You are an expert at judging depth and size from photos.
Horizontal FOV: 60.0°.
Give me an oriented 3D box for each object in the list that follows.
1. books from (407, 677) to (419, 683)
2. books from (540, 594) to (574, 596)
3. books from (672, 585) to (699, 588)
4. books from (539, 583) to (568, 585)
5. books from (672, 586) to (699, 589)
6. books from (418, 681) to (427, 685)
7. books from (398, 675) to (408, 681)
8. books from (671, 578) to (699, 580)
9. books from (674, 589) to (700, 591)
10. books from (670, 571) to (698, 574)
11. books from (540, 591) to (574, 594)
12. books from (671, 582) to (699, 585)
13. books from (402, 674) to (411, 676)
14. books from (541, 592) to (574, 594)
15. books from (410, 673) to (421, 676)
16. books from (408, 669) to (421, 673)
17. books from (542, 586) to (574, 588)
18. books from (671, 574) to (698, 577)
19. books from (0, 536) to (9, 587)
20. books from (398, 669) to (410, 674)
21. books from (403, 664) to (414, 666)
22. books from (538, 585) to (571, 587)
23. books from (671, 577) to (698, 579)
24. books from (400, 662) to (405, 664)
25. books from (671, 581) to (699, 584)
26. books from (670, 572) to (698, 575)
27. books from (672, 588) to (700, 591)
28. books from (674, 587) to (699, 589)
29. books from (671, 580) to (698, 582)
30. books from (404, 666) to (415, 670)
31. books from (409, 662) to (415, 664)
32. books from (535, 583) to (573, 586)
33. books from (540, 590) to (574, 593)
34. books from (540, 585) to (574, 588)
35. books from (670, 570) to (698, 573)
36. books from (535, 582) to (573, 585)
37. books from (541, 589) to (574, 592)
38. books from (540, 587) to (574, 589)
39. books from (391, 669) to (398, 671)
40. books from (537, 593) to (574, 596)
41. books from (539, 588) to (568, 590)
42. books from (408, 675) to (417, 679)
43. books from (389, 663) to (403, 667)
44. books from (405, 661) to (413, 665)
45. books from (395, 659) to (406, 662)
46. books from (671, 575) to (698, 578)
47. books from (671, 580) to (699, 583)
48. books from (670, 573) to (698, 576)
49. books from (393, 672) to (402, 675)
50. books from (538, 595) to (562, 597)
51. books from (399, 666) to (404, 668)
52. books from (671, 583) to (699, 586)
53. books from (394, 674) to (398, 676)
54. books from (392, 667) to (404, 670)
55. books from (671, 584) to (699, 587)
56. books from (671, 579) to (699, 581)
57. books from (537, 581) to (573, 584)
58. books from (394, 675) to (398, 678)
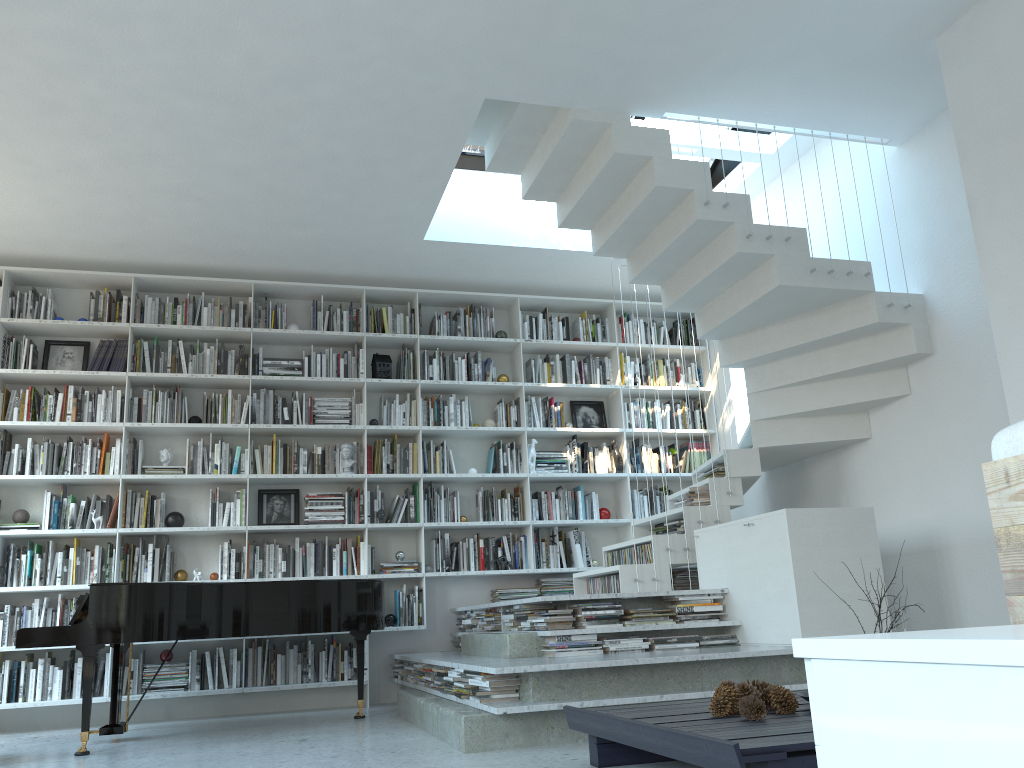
[{"bbox_3d":[-0.587,1.936,5.814,0.177,0.026,0.231,1,-15,-13],"label":"books"},{"bbox_3d":[0.346,1.654,6.945,0.254,0.007,0.161,3,-16,-20],"label":"books"},{"bbox_3d":[1.460,1.662,7.277,0.327,0.008,0.208,0,-15,-9],"label":"books"},{"bbox_3d":[0.342,1.572,6.967,0.254,0.005,0.161,0,-15,-12],"label":"books"},{"bbox_3d":[1.461,1.669,7.272,0.368,0.007,0.206,0,-15,-12],"label":"books"},{"bbox_3d":[-0.490,1.859,5.527,0.157,0.014,0.181,2,-16,-19],"label":"books"},{"bbox_3d":[-0.670,2.016,6.101,0.189,0.030,0.238,1,-16,-16],"label":"books"},{"bbox_3d":[1.459,1.602,7.287,0.327,0.008,0.208,0,-15,-11],"label":"books"},{"bbox_3d":[1.461,1.692,7.272,0.327,0.008,0.208,-1,-15,-8],"label":"books"},{"bbox_3d":[1.451,1.553,7.310,0.285,0.009,0.160,1,-16,-16],"label":"books"},{"bbox_3d":[0.345,1.633,6.948,0.285,0.007,0.160,3,-16,-21],"label":"books"},{"bbox_3d":[1.460,1.640,7.280,0.327,0.008,0.208,0,-15,-10],"label":"books"},{"bbox_3d":[-0.659,1.996,6.109,0.147,0.012,0.206,3,-16,-21],"label":"books"},{"bbox_3d":[0.343,1.642,6.955,0.254,0.007,0.161,1,-16,-15],"label":"books"},{"bbox_3d":[-0.569,1.906,5.827,0.149,0.007,0.301,1,-16,-16],"label":"books"},{"bbox_3d":[-0.587,1.881,5.829,0.171,0.020,0.194,0,-15,-12],"label":"books"},{"bbox_3d":[0.338,1.599,6.965,0.254,0.005,0.161,2,-16,-17],"label":"books"},{"bbox_3d":[1.455,1.577,7.294,0.254,0.009,0.161,0,-15,-12],"label":"books"},{"bbox_3d":[-3.457,1.195,5.902,0.106,0.339,0.308,1,-15,-16],"label":"books"},{"bbox_3d":[-0.680,1.976,6.109,0.191,0.028,0.213,0,-15,-12],"label":"books"},{"bbox_3d":[-0.656,1.935,6.127,0.126,0.005,0.291,3,-16,-21],"label":"books"},{"bbox_3d":[0.338,1.589,6.968,0.285,0.005,0.160,2,-16,-17],"label":"books"},{"bbox_3d":[1.456,1.595,7.292,0.254,0.009,0.161,1,-15,-13],"label":"books"},{"bbox_3d":[-0.730,2.007,6.402,0.133,0.017,0.232,1,-16,-15],"label":"books"},{"bbox_3d":[1.460,1.632,7.279,0.327,0.008,0.208,0,-15,-11],"label":"books"},{"bbox_3d":[1.453,1.561,7.305,0.254,0.009,0.161,2,-16,-17],"label":"books"},{"bbox_3d":[1.461,1.685,7.274,0.368,0.007,0.206,1,-16,-14],"label":"books"},{"bbox_3d":[1.461,1.676,7.271,0.327,0.008,0.208,0,-15,-12],"label":"books"},{"bbox_3d":[1.458,1.619,7.291,0.327,0.008,0.208,1,-16,-14],"label":"books"},{"bbox_3d":[-0.591,1.864,5.832,0.180,0.015,0.295,2,-16,-18],"label":"books"},{"bbox_3d":[-0.582,1.837,5.842,0.159,0.006,0.286,1,-16,-14],"label":"books"},{"bbox_3d":[0.339,1.576,6.964,0.285,0.005,0.160,3,-16,-20],"label":"books"},{"bbox_3d":[0.343,1.629,6.958,0.254,0.007,0.161,1,-16,-15],"label":"books"},{"bbox_3d":[0.338,1.594,6.967,0.285,0.005,0.160,1,-16,-15],"label":"books"},{"bbox_3d":[1.452,1.543,7.307,0.254,0.009,0.161,1,-16,-14],"label":"books"},{"bbox_3d":[0.341,1.567,6.970,0.285,0.005,0.160,2,-16,-19],"label":"books"},{"bbox_3d":[0.342,1.623,6.960,0.285,0.007,0.160,1,-16,-15],"label":"books"},{"bbox_3d":[0.339,1.604,6.962,0.285,0.005,0.160,2,-16,-18],"label":"books"},{"bbox_3d":[-0.756,2.054,6.382,0.177,0.012,0.279,3,-16,-20],"label":"books"},{"bbox_3d":[0.345,1.647,6.947,0.285,0.007,0.160,3,-16,-20],"label":"books"},{"bbox_3d":[0.338,1.610,6.964,0.254,0.005,0.161,1,-16,-16],"label":"books"},{"bbox_3d":[-0.581,1.916,5.821,0.172,0.014,0.221,1,-16,-15],"label":"books"},{"bbox_3d":[-0.763,2.021,6.389,0.191,0.013,0.244,3,-16,-20],"label":"books"},{"bbox_3d":[-0.651,1.926,6.131,0.135,0.014,0.298,1,-16,-15],"label":"books"},{"bbox_3d":[-0.745,1.991,6.402,0.158,0.014,0.235,2,-16,-18],"label":"books"},{"bbox_3d":[1.455,1.586,7.294,0.285,0.009,0.160,1,-15,-13],"label":"books"},{"bbox_3d":[1.459,1.625,7.283,0.368,0.007,0.206,0,-15,-12],"label":"books"},{"bbox_3d":[1.452,1.571,7.305,0.285,0.009,0.160,1,-16,-16],"label":"books"},{"bbox_3d":[-0.753,2.078,6.376,0.179,0.012,0.262,1,-15,-13],"label":"books"},{"bbox_3d":[0.346,1.661,6.948,0.285,0.007,0.160,1,-16,-14],"label":"books"},{"bbox_3d":[-0.732,2.034,6.394,0.136,0.013,0.259,2,-16,-18],"label":"books"},{"bbox_3d":[1.459,1.648,7.284,0.367,0.007,0.206,-1,-15,-8],"label":"books"},{"bbox_3d":[-0.743,2.088,6.376,0.155,0.009,0.233,3,-16,-21],"label":"books"},{"bbox_3d":[-0.754,2.044,6.385,0.188,0.009,0.211,2,-16,-17],"label":"books"},{"bbox_3d":[1.460,1.655,7.279,0.327,0.008,0.208,1,-15,-13],"label":"books"},{"bbox_3d":[1.457,1.612,7.296,0.327,0.008,0.208,-1,-15,-7],"label":"books"},{"bbox_3d":[0.342,1.561,6.967,0.254,0.005,0.161,3,-16,-21],"label":"books"},{"bbox_3d":[-0.741,2.100,6.374,0.171,0.015,0.242,1,-16,-16],"label":"books"}]
